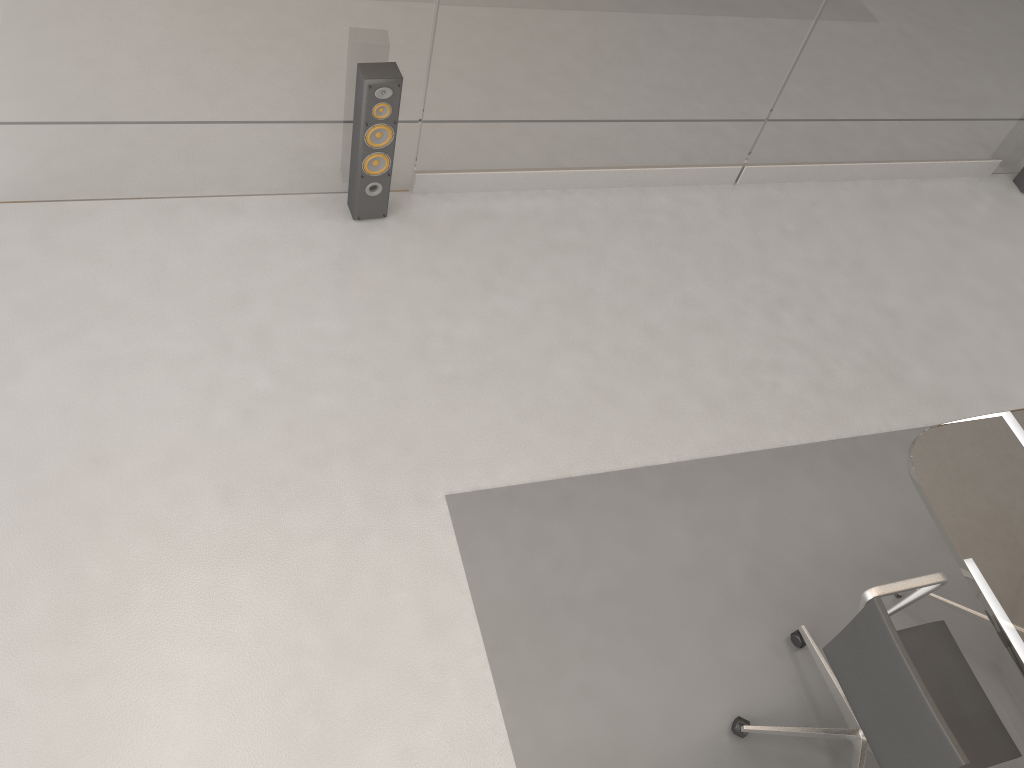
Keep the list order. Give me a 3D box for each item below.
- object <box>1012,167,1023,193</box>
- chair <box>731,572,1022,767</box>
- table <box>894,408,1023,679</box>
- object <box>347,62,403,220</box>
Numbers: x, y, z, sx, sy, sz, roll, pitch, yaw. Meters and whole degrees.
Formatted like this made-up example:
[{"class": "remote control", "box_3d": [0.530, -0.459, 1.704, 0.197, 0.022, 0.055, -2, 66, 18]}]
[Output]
[{"class": "object", "box_3d": [3.063, -1.347, 4.868, 0.152, 0.706, 0.124, -2, 53, -16]}, {"class": "chair", "box_3d": [1.180, 0.911, 2.561, 0.710, 0.805, 0.731, -22, 61, -28]}, {"class": "table", "box_3d": [2.116, 1.494, 2.396, 1.372, 0.721, 3.054, -6, 55, -19]}, {"class": "object", "box_3d": [-0.568, -0.974, 3.646, 0.152, 0.706, 0.124, -10, 56, -21]}]
